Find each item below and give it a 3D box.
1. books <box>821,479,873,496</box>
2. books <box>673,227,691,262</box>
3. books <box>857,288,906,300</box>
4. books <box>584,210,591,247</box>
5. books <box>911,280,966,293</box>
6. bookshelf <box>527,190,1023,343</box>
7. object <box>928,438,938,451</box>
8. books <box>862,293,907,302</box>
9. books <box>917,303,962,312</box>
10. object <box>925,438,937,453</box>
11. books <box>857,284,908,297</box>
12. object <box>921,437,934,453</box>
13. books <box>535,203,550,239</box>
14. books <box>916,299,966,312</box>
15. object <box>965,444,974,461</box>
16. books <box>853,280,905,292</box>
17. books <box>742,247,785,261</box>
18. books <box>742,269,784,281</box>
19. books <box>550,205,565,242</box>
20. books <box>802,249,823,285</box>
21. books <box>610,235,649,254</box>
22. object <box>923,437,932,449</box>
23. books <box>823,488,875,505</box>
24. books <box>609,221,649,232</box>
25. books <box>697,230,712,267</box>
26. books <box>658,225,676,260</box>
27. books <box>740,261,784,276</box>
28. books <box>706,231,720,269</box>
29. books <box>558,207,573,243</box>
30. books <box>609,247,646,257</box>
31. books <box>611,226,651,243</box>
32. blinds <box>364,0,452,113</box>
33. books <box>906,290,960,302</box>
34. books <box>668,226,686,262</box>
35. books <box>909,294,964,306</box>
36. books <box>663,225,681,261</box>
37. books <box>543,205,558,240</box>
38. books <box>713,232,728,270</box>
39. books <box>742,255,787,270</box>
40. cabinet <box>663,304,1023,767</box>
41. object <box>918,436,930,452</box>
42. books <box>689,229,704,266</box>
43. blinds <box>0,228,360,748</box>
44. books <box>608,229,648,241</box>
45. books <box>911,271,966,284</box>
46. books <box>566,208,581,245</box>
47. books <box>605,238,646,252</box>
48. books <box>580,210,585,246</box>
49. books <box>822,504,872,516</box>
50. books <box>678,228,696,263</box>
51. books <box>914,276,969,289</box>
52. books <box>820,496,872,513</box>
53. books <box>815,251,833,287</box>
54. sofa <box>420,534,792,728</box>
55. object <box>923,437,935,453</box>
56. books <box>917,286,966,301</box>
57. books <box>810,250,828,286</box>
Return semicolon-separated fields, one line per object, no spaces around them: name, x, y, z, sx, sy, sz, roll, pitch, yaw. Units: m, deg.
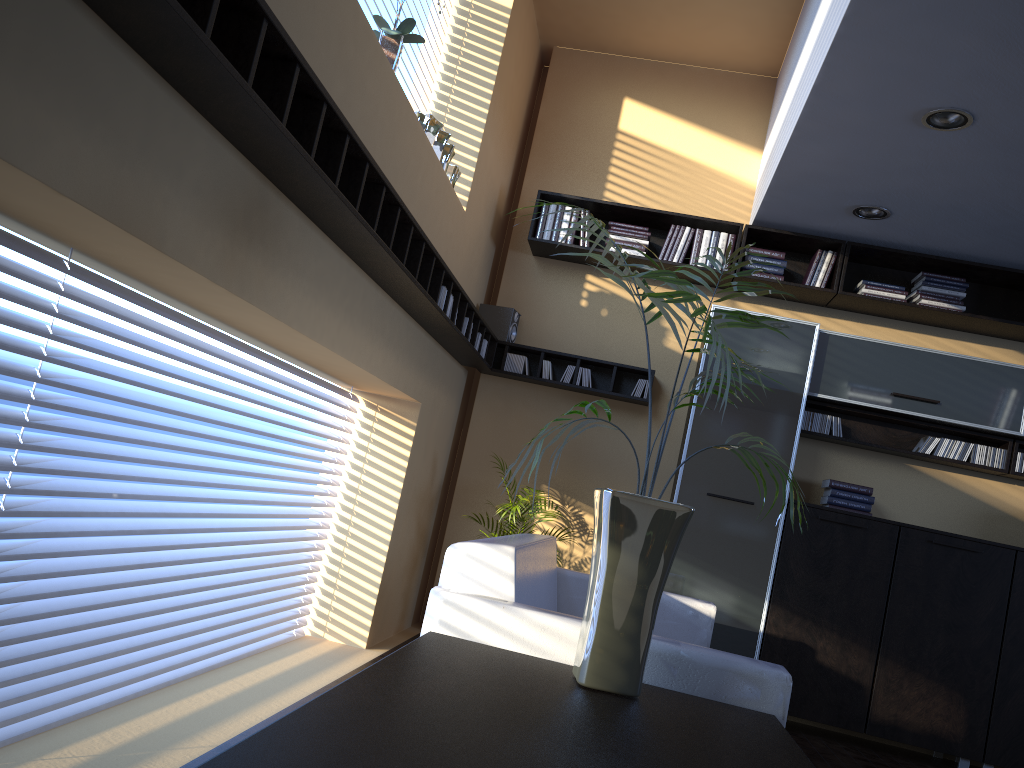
books;2.068;0.642;5.475;0.258;0.050;0.208;11;-7;8
books;1.097;-0.872;5.778;0.075;0.259;0.208;12;-6;8
books;2.312;-0.543;5.583;0.258;0.028;0.208;11;-7;9
books;0.500;-0.991;5.870;0.075;0.259;0.208;12;-6;8
books;2.667;-0.588;5.552;0.258;0.028;0.208;11;-7;8
bookshelf;2.642;-0.580;5.572;5.120;0.339;0.363;11;-6;8
object;2.592;0.391;5.516;0.059;0.112;0.142;11;-7;9
books;2.316;-0.514;5.576;0.258;0.028;0.208;11;-7;9
books;2.637;-0.449;5.536;0.258;0.028;0.208;11;-7;8
object;2.582;0.389;5.512;0.055;0.109;0.140;11;-7;9
books;2.331;-0.567;5.590;0.258;0.028;0.208;11;-7;8
object;2.563;0.385;5.518;0.059;0.112;0.143;11;-7;9
books;0.207;-1.049;5.915;0.050;0.258;0.208;12;-6;8
books;2.665;-0.472;5.545;0.258;0.028;0.208;11;-7;9
object;2.800;0.429;5.480;0.036;0.115;0.140;12;-6;8
books;2.317;-0.598;5.602;0.258;0.028;0.208;11;-7;8
books;1.609;-0.818;5.714;0.258;0.050;0.208;11;-7;8
books;1.595;-0.666;5.695;0.258;0.050;0.208;11;-7;8
books;0.306;-1.030;5.893;0.050;0.258;0.208;12;-6;8
books;1.905;-0.709;5.666;0.075;0.259;0.208;12;-6;8
books;0.770;-0.922;5.843;0.258;0.028;0.208;11;-7;8
object;2.554;0.384;5.525;0.059;0.112;0.143;11;-7;9
books;2.079;0.697;5.478;0.258;0.050;0.208;11;-7;9
books;0.768;-1.009;5.849;0.258;0.028;0.208;11;-7;8
books;1.242;-0.842;5.762;0.050;0.258;0.208;12;-6;8
books;1.006;-0.889;5.798;0.075;0.259;0.208;12;-6;8
books;1.595;-0.718;5.697;0.258;0.050;0.208;11;-7;8
books;1.291;-0.833;5.747;0.050;0.258;0.208;11;-6;9
books;0.358;-1.019;5.893;0.050;0.258;0.208;11;-6;9
books;0.745;-0.836;5.819;0.258;0.050;0.208;11;-7;9
books;0.783;-0.977;5.844;0.258;0.028;0.208;11;-7;8
blinds;-0.802;-2.180;2.562;0.039;1.457;5.410;11;-7;9
books;2.639;-0.533;5.568;0.258;0.028;0.208;11;-7;8
books;1.066;-0.878;5.782;0.075;0.259;0.208;11;-6;9
books;2.652;-0.503;5.549;0.258;0.028;0.208;11;-7;8
books;1.036;-0.884;5.787;0.075;0.259;0.208;12;-6;8
books;0.257;-1.038;5.911;0.050;0.258;0.208;12;-6;8
books;1.342;-0.823;5.740;0.050;0.258;0.208;12;-6;8
books;1.619;-0.764;5.709;0.258;0.050;0.208;11;-7;8
cabinet;2.883;1.081;5.265;3.873;2.393;0.492;11;-6;8
object;2.543;0.381;5.516;0.059;0.112;0.142;11;-7;8
books;1.191;-0.852;5.770;0.050;0.258;0.208;11;-6;9
blinds;-1.349;0.319;2.313;0.047;1.363;5.410;11;-7;9
books;0.763;-0.954;5.828;0.258;0.028;0.208;11;-7;9
books;2.670;-0.645;5.559;0.258;0.028;0.208;11;-7;8
books;0.408;-1.009;5.886;0.050;0.258;0.208;12;-6;8
books;0.746;-0.887;5.831;0.258;0.050;0.208;11;-7;8
books;0.470;-0.996;5.880;0.075;0.259;0.208;12;-6;8
books;2.054;0.793;5.454;0.258;0.050;0.208;11;-7;9
books;1.130;-0.863;5.788;0.075;0.259;0.208;12;-6;8
books;2.685;-0.614;5.550;0.258;0.028;0.208;11;-7;8
books;2.055;0.742;5.465;0.258;0.050;0.208;11;-7;9
books;1.966;-0.699;5.648;0.075;0.259;0.208;12;-6;8
sofa;0.311;1.075;3.342;1.013;0.846;2.064;11;-7;9
object;2.572;0.387;5.516;0.059;0.112;0.143;11;-7;9
books;2.673;-0.557;5.558;0.258;0.028;0.208;11;-7;8
books;1.937;-0.703;5.666;0.075;0.259;0.208;12;-6;8
